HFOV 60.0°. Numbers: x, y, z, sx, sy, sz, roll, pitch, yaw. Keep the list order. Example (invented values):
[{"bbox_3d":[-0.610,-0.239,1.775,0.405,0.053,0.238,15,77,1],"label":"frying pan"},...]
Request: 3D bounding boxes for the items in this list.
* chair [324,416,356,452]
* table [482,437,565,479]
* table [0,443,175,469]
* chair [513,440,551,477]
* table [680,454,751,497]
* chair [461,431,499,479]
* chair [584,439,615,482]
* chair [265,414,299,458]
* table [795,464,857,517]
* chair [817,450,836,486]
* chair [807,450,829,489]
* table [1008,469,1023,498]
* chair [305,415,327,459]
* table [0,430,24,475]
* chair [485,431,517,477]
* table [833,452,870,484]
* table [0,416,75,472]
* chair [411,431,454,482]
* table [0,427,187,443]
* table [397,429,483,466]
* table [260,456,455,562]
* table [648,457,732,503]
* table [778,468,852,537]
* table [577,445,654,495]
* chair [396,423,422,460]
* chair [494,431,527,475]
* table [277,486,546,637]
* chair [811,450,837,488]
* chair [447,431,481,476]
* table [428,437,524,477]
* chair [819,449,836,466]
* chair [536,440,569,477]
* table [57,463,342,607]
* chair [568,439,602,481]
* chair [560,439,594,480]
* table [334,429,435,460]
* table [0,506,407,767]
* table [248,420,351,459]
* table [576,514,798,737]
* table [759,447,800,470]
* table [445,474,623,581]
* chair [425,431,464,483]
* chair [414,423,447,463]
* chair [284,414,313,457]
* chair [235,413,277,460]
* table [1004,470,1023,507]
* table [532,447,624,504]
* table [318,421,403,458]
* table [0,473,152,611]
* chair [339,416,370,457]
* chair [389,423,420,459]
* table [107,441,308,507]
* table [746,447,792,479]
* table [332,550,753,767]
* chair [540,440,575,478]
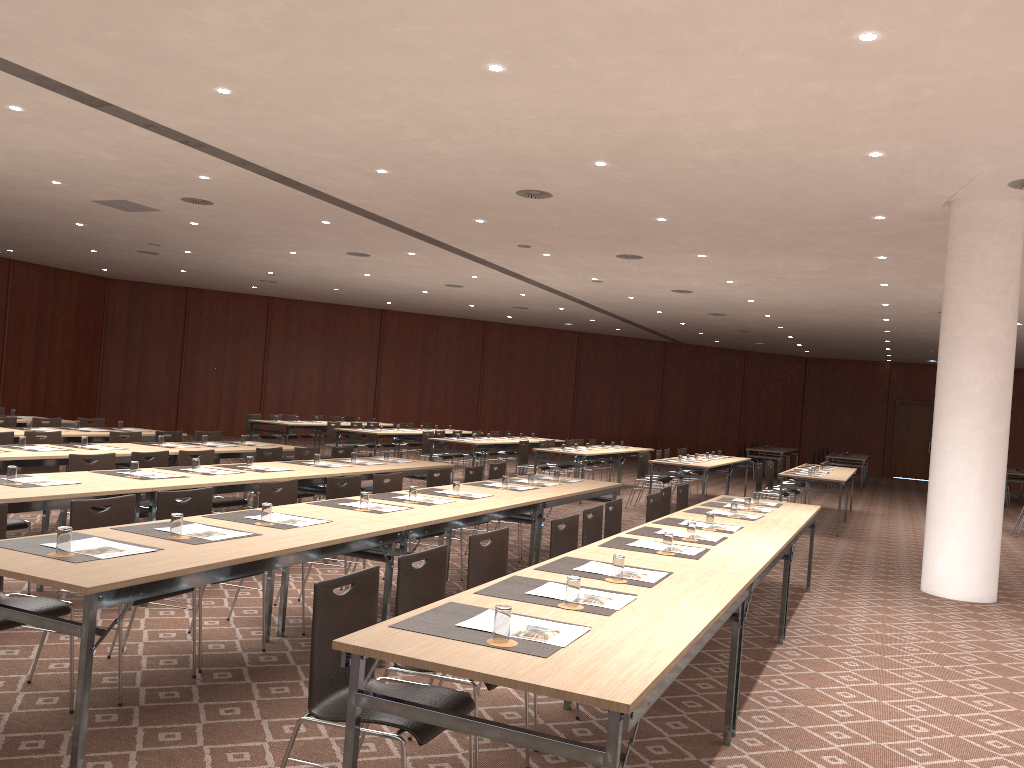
[{"bbox_3d":[-3.963,1.216,20.443,0.613,0.939,0.536,4,-1,21],"label":"chair"},{"bbox_3d":[0.256,1.571,18.650,0.953,0.833,2.268,4,-1,23],"label":"table"},{"bbox_3d":[-4.301,1.013,8.060,0.953,0.833,2.268,4,-1,23],"label":"table"},{"bbox_3d":[0.327,1.464,15.423,0.613,0.939,0.536,4,-1,23],"label":"chair"},{"bbox_3d":[3.917,1.833,17.063,0.953,0.833,2.268,4,-1,23],"label":"table"},{"bbox_3d":[-0.615,1.442,18.280,0.613,0.939,0.536,4,-1,23],"label":"chair"},{"bbox_3d":[1.818,1.642,18.627,0.613,0.939,0.536,4,-1,22],"label":"chair"},{"bbox_3d":[-4.792,1.113,18.409,0.613,0.939,0.536,4,-1,22],"label":"chair"},{"bbox_3d":[5.747,1.964,16.270,0.953,0.833,2.268,4,-1,23],"label":"table"},{"bbox_3d":[8.582,2.285,24.359,0.613,0.939,0.536,4,-1,26],"label":"chair"},{"bbox_3d":[8.048,2.222,23.229,0.613,0.939,0.536,4,-1,26],"label":"chair"},{"bbox_3d":[13.482,2.722,24.041,0.953,0.833,2.268,4,-1,23],"label":"table"},{"bbox_3d":[-4.271,1.181,19.879,0.613,0.939,0.536,4,-1,26],"label":"chair"},{"bbox_3d":[-6.131,0.883,8.854,0.953,0.833,2.268,4,-1,23],"label":"table"},{"bbox_3d":[-0.248,1.482,18.872,0.613,0.939,0.536,4,-1,24],"label":"chair"},{"bbox_3d":[9.781,2.458,25.645,0.953,0.833,2.268,4,-1,23],"label":"table"},{"bbox_3d":[-7.065,0.862,11.731,0.953,0.833,2.268,4,-1,23],"label":"table"},{"bbox_3d":[-1.416,1.339,16.158,0.613,0.939,0.536,4,-1,22],"label":"chair"},{"bbox_3d":[-5.235,0.993,10.938,0.953,0.833,2.268,4,-1,23],"label":"table"},{"bbox_3d":[-1.575,1.441,19.444,0.953,0.833,2.268,4,-1,23],"label":"table"},{"bbox_3d":[-1.574,1.254,9.351,0.953,0.833,2.268,4,-1,23],"label":"table"},{"bbox_3d":[3.020,1.723,14.980,0.953,0.833,2.268,4,-1,23],"label":"table"},{"bbox_3d":[4.851,1.854,14.186,0.953,0.833,2.268,4,-1,23],"label":"table"},{"bbox_3d":[2.086,1.702,17.857,0.953,0.833,2.268,4,-1,23],"label":"table"},{"bbox_3d":[-2.185,1.343,19.680,0.613,0.939,0.536,4,-1,25],"label":"chair"},{"bbox_3d":[-0.017,1.512,19.519,0.613,0.939,0.536,4,-1,26],"label":"chair"},{"bbox_3d":[-0.640,1.275,6.473,0.953,0.833,2.268,4,-1,23],"label":"table"},{"bbox_3d":[8.383,2.257,23.714,0.613,0.939,0.536,4,-1,23],"label":"chair"},{"bbox_3d":[-0.954,1.398,17.340,0.613,0.939,0.536,4,-1,20],"label":"chair"},{"bbox_3d":[-0.641,1.462,16.567,0.953,0.833,2.268,4,-1,23],"label":"table"},{"bbox_3d":[8.967,2.334,25.366,0.613,0.939,0.536,4,-1,23],"label":"chair"},{"bbox_3d":[0.690,1.504,16.006,0.613,0.939,0.536,4,-1,20],"label":"chair"},{"bbox_3d":[-2.470,1.144,7.267,0.953,0.833,2.268,4,-1,23],"label":"table"},{"bbox_3d":[1.505,1.608,18.161,0.613,0.939,0.536,4,-1,26],"label":"chair"},{"bbox_3d":[1.275,1.577,17.474,0.613,0.939,0.536,4,-1,26],"label":"chair"},{"bbox_3d":[-2.471,1.331,17.360,0.953,0.833,2.268,4,-1,23],"label":"table"},{"bbox_3d":[-1.536,1.165,4.390,0.953,0.833,2.268,4,-1,23],"label":"table"},{"bbox_3d":[-4.302,1.200,18.154,0.953,0.833,2.268,4,-1,23],"label":"table"},{"bbox_3d":[1.191,1.406,5.680,0.953,0.833,2.268,4,-1,23],"label":"table"},{"bbox_3d":[7.951,2.327,26.439,0.953,0.833,2.268,4,-1,23],"label":"table"},{"bbox_3d":[0.257,1.385,8.557,0.953,0.833,2.268,4,-1,23],"label":"table"},{"bbox_3d":[-1.252,1.364,16.799,0.613,0.939,0.536,4,-1,22],"label":"chair"},{"bbox_3d":[-1.848,1.382,20.311,0.613,0.939,0.536,4,-1,22],"label":"chair"},{"bbox_3d":[-4.636,1.137,19.033,0.613,0.939,0.536,4,-1,20],"label":"chair"},{"bbox_3d":[-5.097,1.077,17.807,0.613,0.939,0.536,4,-1,25],"label":"chair"},{"bbox_3d":[12.586,2.612,21.957,0.953,0.833,2.268,4,-1,23],"label":"table"},{"bbox_3d":[1.190,1.592,15.773,0.953,0.833,2.268,4,-1,23],"label":"table"},{"bbox_3d":[-3.405,1.310,20.237,0.953,0.833,2.268,4,-1,23],"label":"table"},{"bbox_3d":[-3.367,1.034,5.183,0.953,0.833,2.268,4,-1,23],"label":"table"},{"bbox_3d":[-3.745,1.246,21.103,0.613,0.939,0.536,4,-1,22],"label":"chair"},{"bbox_3d":[-2.333,1.320,19.074,0.613,0.939,0.536,4,-1,24],"label":"chair"},{"bbox_3d":[-3.404,1.123,10.144,0.953,0.833,2.268,4,-1,23],"label":"table"},{"bbox_3d":[7.054,2.217,24.355,0.953,0.833,2.268,4,-1,23],"label":"table"},{"bbox_3d":[0.294,1.296,3.596,0.953,0.833,2.268,4,-1,23],"label":"table"},{"bbox_3d":[0.840,1.527,16.615,0.613,0.939,0.536,4,-1,25],"label":"chair"}]
